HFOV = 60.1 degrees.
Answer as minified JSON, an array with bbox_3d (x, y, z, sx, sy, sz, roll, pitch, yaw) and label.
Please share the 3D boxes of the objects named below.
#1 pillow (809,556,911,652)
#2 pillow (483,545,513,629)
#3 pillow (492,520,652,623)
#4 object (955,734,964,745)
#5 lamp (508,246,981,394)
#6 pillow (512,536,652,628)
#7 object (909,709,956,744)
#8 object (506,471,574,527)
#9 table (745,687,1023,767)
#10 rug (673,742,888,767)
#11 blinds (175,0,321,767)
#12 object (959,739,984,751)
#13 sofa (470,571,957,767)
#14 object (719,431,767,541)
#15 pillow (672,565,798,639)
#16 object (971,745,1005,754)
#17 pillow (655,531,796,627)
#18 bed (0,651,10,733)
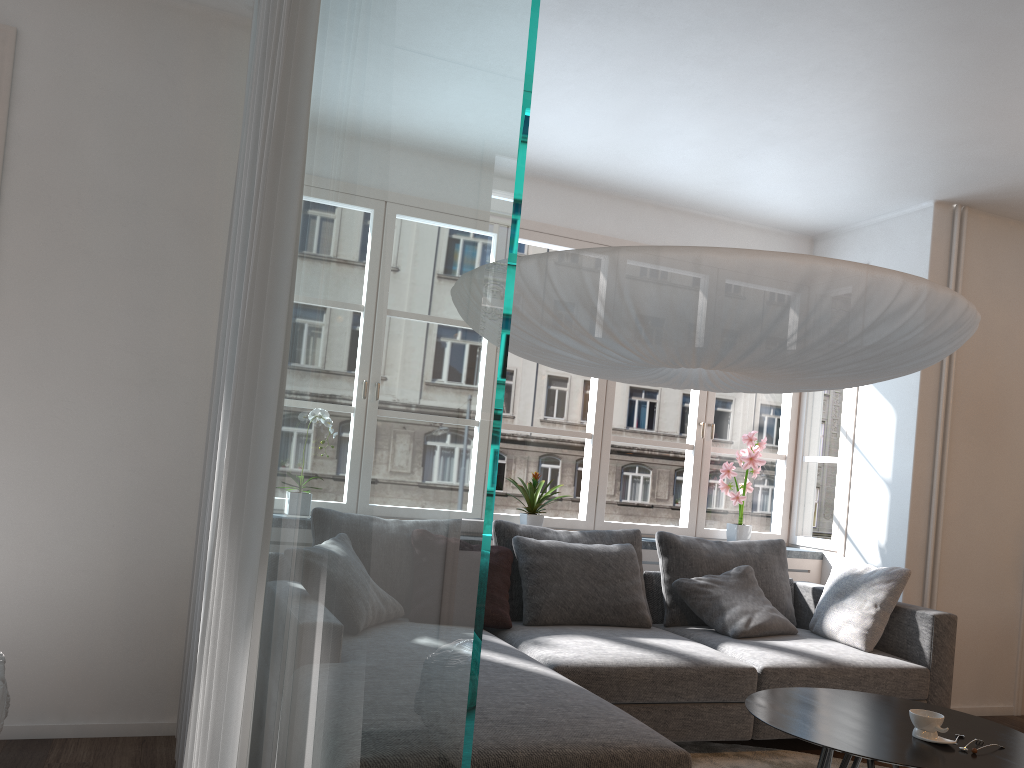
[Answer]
[{"bbox_3d":[1.693,1.089,4.418,0.287,0.413,0.494,6,-4,-22],"label":"pillow"},{"bbox_3d":[-0.210,0.879,3.988,0.522,0.402,0.311,7,-3,-20],"label":"pillow"},{"bbox_3d":[0.300,0.937,4.370,0.841,0.474,0.277,7,-3,-21],"label":"pillow"},{"bbox_3d":[1.280,1.017,2.541,0.026,0.010,0.125,2,-7,35],"label":"object"},{"bbox_3d":[0.552,-0.116,2.620,1.468,0.209,1.478,4,-6,15],"label":"lamp"},{"bbox_3d":[0.337,0.953,4.232,0.668,0.396,0.292,7,-3,-22],"label":"pillow"},{"bbox_3d":[1.190,0.977,2.510,0.091,0.069,0.139,6,-5,-9],"label":"object"},{"bbox_3d":[0.145,0.639,4.789,0.322,0.327,0.378,2,-5,44],"label":"object"},{"bbox_3d":[1.113,1.255,2.647,0.849,0.471,0.848,7,-5,-19],"label":"table"},{"bbox_3d":[1.008,1.463,2.504,2.852,0.012,2.834,10,-7,-41],"label":"rug"},{"bbox_3d":[-0.797,-0.107,2.616,0.153,2.727,1.809,6,-3,-19],"label":"blinds"},{"bbox_3d":[1.293,1.010,2.485,0.025,0.016,0.164,1,-7,43],"label":"object"},{"bbox_3d":[0.642,1.205,3.568,3.076,0.669,2.042,7,-6,-21],"label":"sofa"},{"bbox_3d":[1.370,0.619,5.286,0.202,0.689,0.297,7,-3,-42],"label":"object"},{"bbox_3d":[1.121,1.079,4.427,0.494,0.320,0.443,9,-6,-40],"label":"pillow"},{"bbox_3d":[1.324,1.011,2.456,0.168,0.015,0.015,9,-5,-34],"label":"object"},{"bbox_3d":[1.149,1.049,4.697,0.839,0.476,0.275,7,-3,-21],"label":"pillow"},{"bbox_3d":[-2.248,0.680,1.369,2.448,0.760,2.169,7,-6,-21],"label":"bed"}]
